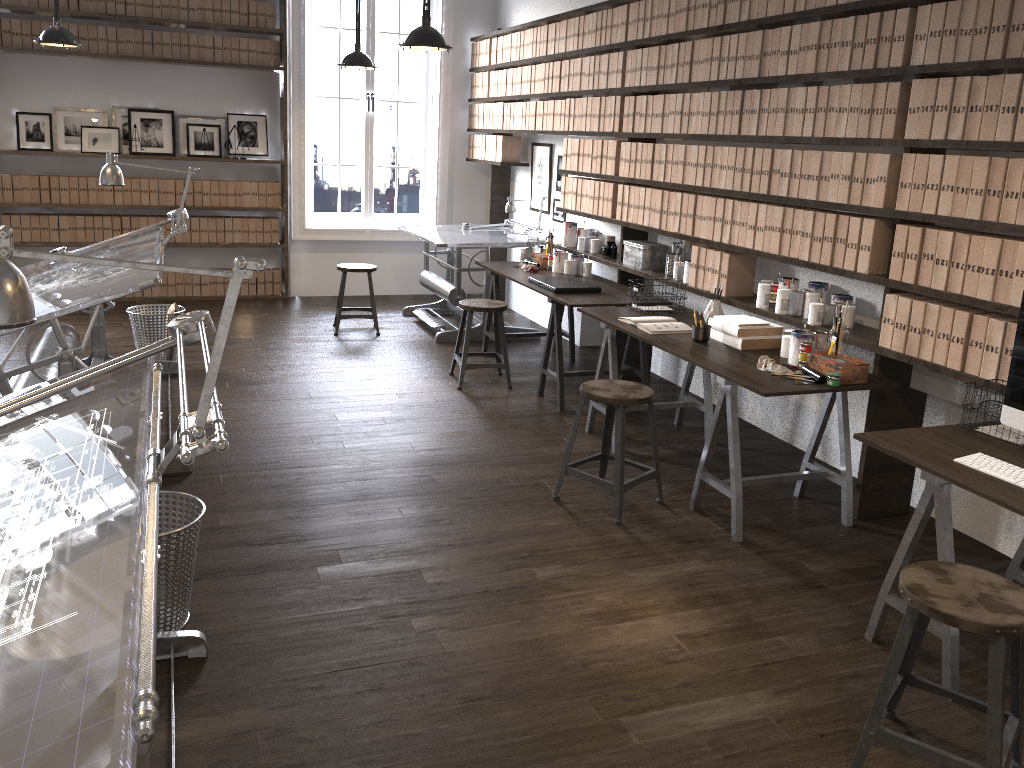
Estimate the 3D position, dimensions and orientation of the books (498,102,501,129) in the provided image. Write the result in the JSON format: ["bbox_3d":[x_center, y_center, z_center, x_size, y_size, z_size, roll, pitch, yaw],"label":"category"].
[{"bbox_3d":[-0.028,-2.315,7.663,0.174,0.223,0.067,-3,14,-21],"label":"books"}]

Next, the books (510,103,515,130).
[{"bbox_3d":[0.081,-2.226,7.388,0.174,0.223,0.067,-3,14,-21],"label":"books"}]

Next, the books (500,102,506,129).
[{"bbox_3d":[-0.010,-2.297,7.604,0.174,0.223,0.067,-3,14,-21],"label":"books"}]

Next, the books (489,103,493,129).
[{"bbox_3d":[-0.105,-2.372,7.857,0.174,0.223,0.067,-3,14,-21],"label":"books"}]

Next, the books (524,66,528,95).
[{"bbox_3d":[0.192,-2.415,7.071,0.174,0.223,0.067,-3,14,-21],"label":"books"}]

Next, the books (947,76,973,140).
[{"bbox_3d":[1.698,-1.001,3.237,0.174,0.223,0.067,-3,14,-21],"label":"books"}]

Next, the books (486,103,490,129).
[{"bbox_3d":[-0.134,-2.392,7.921,0.174,0.223,0.067,-3,14,-21],"label":"books"}]

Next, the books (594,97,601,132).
[{"bbox_3d":[0.646,-1.799,5.924,0.174,0.223,0.067,-3,14,-21],"label":"books"}]

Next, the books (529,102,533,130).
[{"bbox_3d":[0.228,-2.115,7.013,0.174,0.223,0.067,-3,14,-21],"label":"books"}]

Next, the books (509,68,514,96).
[{"bbox_3d":[0.071,-2.506,7.379,0.174,0.223,0.067,-3,14,-21],"label":"books"}]

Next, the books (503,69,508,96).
[{"bbox_3d":[0.018,-2.545,7.511,0.174,0.223,0.067,-3,14,-21],"label":"books"}]

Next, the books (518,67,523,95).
[{"bbox_3d":[0.143,-2.449,7.188,0.174,0.223,0.067,-3,14,-21],"label":"books"}]

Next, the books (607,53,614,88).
[{"bbox_3d":[0.716,-2.018,5.733,0.174,0.223,0.067,-3,14,-21],"label":"books"}]

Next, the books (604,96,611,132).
[{"bbox_3d":[0.701,-1.762,5.801,0.174,0.223,0.067,-3,14,-21],"label":"books"}]

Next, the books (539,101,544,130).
[{"bbox_3d":[0.302,-2.055,6.811,0.174,0.223,0.067,-3,14,-21],"label":"books"}]

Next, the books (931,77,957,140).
[{"bbox_3d":[1.669,-1.021,3.302,0.174,0.223,0.067,-3,14,-21],"label":"books"}]

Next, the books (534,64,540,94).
[{"bbox_3d":[0.271,-2.358,6.880,0.174,0.223,0.067,-3,14,-21],"label":"books"}]

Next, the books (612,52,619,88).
[{"bbox_3d":[0.737,-2.001,5.675,0.174,0.223,0.067,-3,14,-21],"label":"books"}]

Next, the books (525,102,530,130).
[{"bbox_3d":[0.203,-2.132,7.072,0.174,0.223,0.067,-3,14,-21],"label":"books"}]

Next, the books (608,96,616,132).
[{"bbox_3d":[0.722,-1.743,5.735,0.174,0.223,0.067,-3,14,-21],"label":"books"}]

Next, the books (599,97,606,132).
[{"bbox_3d":[0.676,-1.781,5.865,0.174,0.223,0.067,-3,14,-21],"label":"books"}]

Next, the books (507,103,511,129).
[{"bbox_3d":[0.052,-2.245,7.450,0.174,0.223,0.067,-3,14,-21],"label":"books"}]

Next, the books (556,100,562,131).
[{"bbox_3d":[0.423,-1.964,6.504,0.174,0.223,0.067,-3,14,-21],"label":"books"}]

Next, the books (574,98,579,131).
[{"bbox_3d":[0.531,-1.892,6.238,0.174,0.223,0.067,-3,14,-21],"label":"books"}]

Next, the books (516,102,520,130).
[{"bbox_3d":[0.128,-2.188,7.260,0.174,0.223,0.067,-3,14,-21],"label":"books"}]

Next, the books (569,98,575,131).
[{"bbox_3d":[0.503,-1.910,6.300,0.174,0.223,0.067,-3,14,-21],"label":"books"}]

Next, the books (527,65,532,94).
[{"bbox_3d":[0.216,-2.395,7.005,0.174,0.223,0.067,-3,14,-21],"label":"books"}]

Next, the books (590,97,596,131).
[{"bbox_3d":[0.627,-1.818,5.987,0.174,0.223,0.067,-3,14,-21],"label":"books"}]

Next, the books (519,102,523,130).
[{"bbox_3d":[0.151,-2.168,7.193,0.174,0.223,0.067,-3,14,-21],"label":"books"}]

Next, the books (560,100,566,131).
[{"bbox_3d":[0.447,-1.944,6.437,0.174,0.223,0.067,-3,14,-21],"label":"books"}]

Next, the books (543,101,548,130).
[{"bbox_3d":[0.331,-2.036,6.748,0.174,0.223,0.067,-3,14,-21],"label":"books"}]

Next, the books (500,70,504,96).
[{"bbox_3d":[-0.003,-2.566,7.580,0.174,0.223,0.067,-3,14,-21],"label":"books"}]

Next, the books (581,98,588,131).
[{"bbox_3d":[0.576,-1.854,6.108,0.174,0.223,0.067,-3,14,-21],"label":"books"}]

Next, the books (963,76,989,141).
[{"bbox_3d":[1.727,-0.983,3.175,0.174,0.223,0.067,-3,14,-21],"label":"books"}]

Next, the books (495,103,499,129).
[{"bbox_3d":[-0.053,-2.335,7.731,0.174,0.223,0.067,-3,14,-21],"label":"books"}]

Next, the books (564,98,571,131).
[{"bbox_3d":[0.474,-1.930,6.364,0.174,0.223,0.067,-3,14,-21],"label":"books"}]

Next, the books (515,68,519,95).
[{"bbox_3d":[0.125,-2.468,7.251,0.174,0.223,0.067,-3,14,-21],"label":"books"}]

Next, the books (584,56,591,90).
[{"bbox_3d":[0.591,-2.112,6.049,0.174,0.223,0.067,-3,14,-21],"label":"books"}]

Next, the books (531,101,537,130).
[{"bbox_3d":[0.250,-2.094,6.944,0.174,0.223,0.067,-3,14,-21],"label":"books"}]

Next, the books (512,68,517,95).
[{"bbox_3d":[0.100,-2.487,7.316,0.174,0.223,0.067,-3,14,-21],"label":"books"}]

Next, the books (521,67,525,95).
[{"bbox_3d":[0.171,-2.432,7.129,0.174,0.223,0.067,-3,14,-21],"label":"books"}]

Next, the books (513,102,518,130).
[{"bbox_3d":[0.107,-2.207,7.325,0.174,0.223,0.067,-3,14,-21],"label":"books"}]

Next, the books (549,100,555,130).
[{"bbox_3d":[0.375,-1.999,6.621,0.174,0.223,0.067,-3,14,-21],"label":"books"}]

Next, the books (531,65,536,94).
[{"bbox_3d":[0.244,-2.376,6.942,0.174,0.223,0.067,-3,14,-21],"label":"books"}]

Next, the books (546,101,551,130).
[{"bbox_3d":[0.356,-2.017,6.684,0.174,0.223,0.067,-3,14,-21],"label":"books"}]

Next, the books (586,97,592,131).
[{"bbox_3d":[0.603,-1.834,6.043,0.174,0.223,0.067,-3,14,-21],"label":"books"}]

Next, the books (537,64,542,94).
[{"bbox_3d":[0.292,-2.339,6.815,0.174,0.223,0.067,-3,14,-21],"label":"books"}]

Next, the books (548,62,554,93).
[{"bbox_3d":[0.367,-2.283,6.626,0.174,0.223,0.067,-3,14,-21],"label":"books"}]

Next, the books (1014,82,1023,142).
[{"bbox_3d":[1.798,-0.925,2.981,0.174,0.223,0.067,-3,14,-21],"label":"books"}]

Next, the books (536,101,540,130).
[{"bbox_3d":[0.281,-2.074,6.878,0.174,0.223,0.067,-3,14,-21],"label":"books"}]

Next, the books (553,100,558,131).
[{"bbox_3d":[0.403,-1.981,6.562,0.174,0.223,0.067,-3,14,-21],"label":"books"}]

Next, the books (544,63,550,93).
[{"bbox_3d":[0.340,-2.300,6.682,0.174,0.223,0.067,-3,14,-21],"label":"books"}]

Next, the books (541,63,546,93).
[{"bbox_3d":[0.315,-2.319,6.748,0.174,0.223,0.067,-3,14,-21],"label":"books"}]

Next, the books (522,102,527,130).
[{"bbox_3d":[0.176,-2.149,7.128,0.174,0.223,0.067,-3,14,-21],"label":"books"}]

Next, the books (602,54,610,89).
[{"bbox_3d":[0.688,-2.035,5.792,0.174,0.223,0.067,-3,14,-21],"label":"books"}]

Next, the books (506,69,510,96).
[{"bbox_3d":[0.050,-2.525,7.445,0.174,0.223,0.067,-3,14,-21],"label":"books"}]

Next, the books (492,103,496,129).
[{"bbox_3d":[-0.076,-2.354,7.795,0.174,0.223,0.067,-3,14,-21],"label":"books"}]

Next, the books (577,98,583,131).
[{"bbox_3d":[0.554,-1.873,6.174,0.174,0.223,0.067,-3,14,-21],"label":"books"}]
